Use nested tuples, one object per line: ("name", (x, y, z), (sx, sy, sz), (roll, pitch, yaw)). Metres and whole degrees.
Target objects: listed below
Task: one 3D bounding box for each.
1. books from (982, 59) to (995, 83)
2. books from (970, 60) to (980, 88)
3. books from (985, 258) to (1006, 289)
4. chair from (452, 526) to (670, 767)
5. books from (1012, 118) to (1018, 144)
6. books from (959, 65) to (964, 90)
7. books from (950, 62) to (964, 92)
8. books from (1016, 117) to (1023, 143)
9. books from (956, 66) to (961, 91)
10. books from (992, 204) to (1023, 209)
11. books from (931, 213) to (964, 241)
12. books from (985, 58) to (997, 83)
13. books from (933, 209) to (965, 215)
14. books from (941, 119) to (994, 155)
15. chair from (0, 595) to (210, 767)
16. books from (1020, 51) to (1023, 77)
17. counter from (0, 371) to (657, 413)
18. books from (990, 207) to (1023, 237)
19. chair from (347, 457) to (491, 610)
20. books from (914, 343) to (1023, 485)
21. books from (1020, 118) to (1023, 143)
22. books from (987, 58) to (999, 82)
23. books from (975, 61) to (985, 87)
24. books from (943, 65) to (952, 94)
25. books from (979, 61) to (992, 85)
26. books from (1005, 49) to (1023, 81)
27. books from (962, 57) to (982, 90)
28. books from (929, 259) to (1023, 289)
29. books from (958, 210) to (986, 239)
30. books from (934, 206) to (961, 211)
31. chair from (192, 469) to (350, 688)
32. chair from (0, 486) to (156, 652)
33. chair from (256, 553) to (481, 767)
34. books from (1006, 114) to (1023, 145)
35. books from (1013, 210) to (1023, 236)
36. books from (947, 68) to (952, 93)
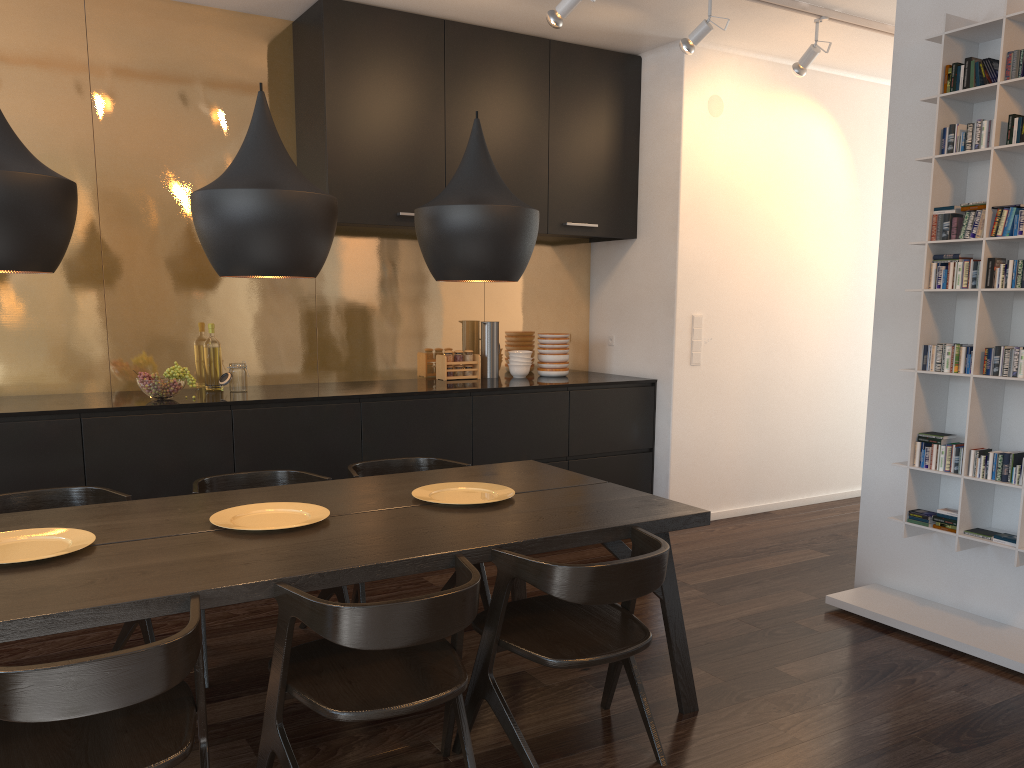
("books", (1.793, -1.160, 3.294), (0.069, 0.099, 0.057), (-5, 10, -31))
("books", (1.761, -1.166, 3.343), (0.074, 0.100, 0.019), (-4, 10, -31))
("books", (1.839, -0.420, 3.363), (0.074, 0.117, 0.028), (-5, 10, -31))
("chair", (0.179, 0.782, 2.615), (0.591, 0.679, 0.515), (-5, 9, -33))
("books", (1.856, -0.919, 3.228), (0.069, 0.093, 0.013), (-4, 10, -31))
("books", (1.740, -1.165, 3.382), (0.069, 0.093, 0.013), (-4, 10, -31))
("books", (1.720, -1.175, 3.406), (0.069, 0.108, 0.023), (-5, 10, -31))
("books", (1.863, -0.918, 3.216), (0.069, 0.093, 0.013), (-4, 10, -31))
("books", (1.732, -1.166, 3.393), (0.069, 0.093, 0.013), (-4, 10, -31))
("books", (1.854, -0.657, 3.285), (0.069, 0.008, 0.106), (-3, 6, -31))
("books", (1.736, -0.619, 3.506), (0.095, 0.105, 0.100), (-4, 9, -31))
("books", (1.798, -1.159, 3.286), (0.069, 0.099, 0.057), (-5, 10, -31))
("books", (1.730, -0.678, 3.497), (0.069, 0.014, 0.091), (-3, 6, -31))
("books", (1.781, -0.946, 3.399), (0.108, 0.114, 0.220), (-4, 8, -31))
("chair", (-0.928, 0.837, 1.949), (0.591, 0.679, 0.515), (-4, 9, -32))
("books", (1.866, -1.151, 3.199), (0.069, 0.109, 0.012), (-5, 11, -31))
("counter", (-1.474, 0.050, 4.361), (5.048, 0.002, 0.726), (-3, 6, -31))
("books", (1.856, -0.601, 3.303), (0.095, 0.109, 0.087), (-4, 9, -31))
("chair", (-0.421, 0.680, 3.681), (0.591, 0.679, 0.515), (-4, 9, -31))
("books", (1.836, 0.104, 3.475), (0.122, 0.517, 0.466), (-5, 9, -31))
("books", (1.870, -0.917, 3.201), (0.069, 0.094, 0.019), (-4, 10, -31))
("books", (1.802, -1.159, 3.278), (0.069, 0.099, 0.057), (-5, 10, -31))
("books", (1.772, -1.161, 3.328), (0.069, 0.094, 0.028), (-4, 10, -31))
("books", (1.707, -1.178, 3.437), (0.069, 0.108, 0.016), (-5, 10, -31))
("books", (1.783, -1.158, 3.308), (0.069, 0.092, 0.046), (-4, 10, -31))
("books", (1.904, -1.037, 3.184), (0.107, 0.337, 0.227), (-5, 10, -30))
("books", (1.750, -1.175, 3.363), (0.074, 0.117, 0.028), (-5, 10, -31))
("books", (1.843, -0.421, 3.389), (0.122, 0.114, 0.464), (-4, 7, -31))
("books", (1.799, -0.611, 3.402), (0.095, 0.109, 0.113), (-4, 9, -31))
("books", (1.729, -0.691, 3.490), (0.069, 0.014, 0.092), (-2, 6, -26))
("chair", (-0.942, 0.706, 3.371), (0.591, 0.679, 0.515), (-5, 9, -33))
("chair", (-1.566, 0.733, 3.032), (0.591, 0.679, 0.516), (-5, 9, -35))
("chair", (-0.346, 0.808, 2.302), (0.591, 0.679, 0.515), (-4, 9, -30))
("books", (1.844, -0.928, 3.240), (0.069, 0.108, 0.023), (-5, 10, -31))
("books", (1.922, -0.596, 3.215), (0.122, 0.114, 0.135), (-4, 8, -31))
("books", (1.713, -1.170, 3.424), (0.069, 0.093, 0.013), (-4, 10, -31))
